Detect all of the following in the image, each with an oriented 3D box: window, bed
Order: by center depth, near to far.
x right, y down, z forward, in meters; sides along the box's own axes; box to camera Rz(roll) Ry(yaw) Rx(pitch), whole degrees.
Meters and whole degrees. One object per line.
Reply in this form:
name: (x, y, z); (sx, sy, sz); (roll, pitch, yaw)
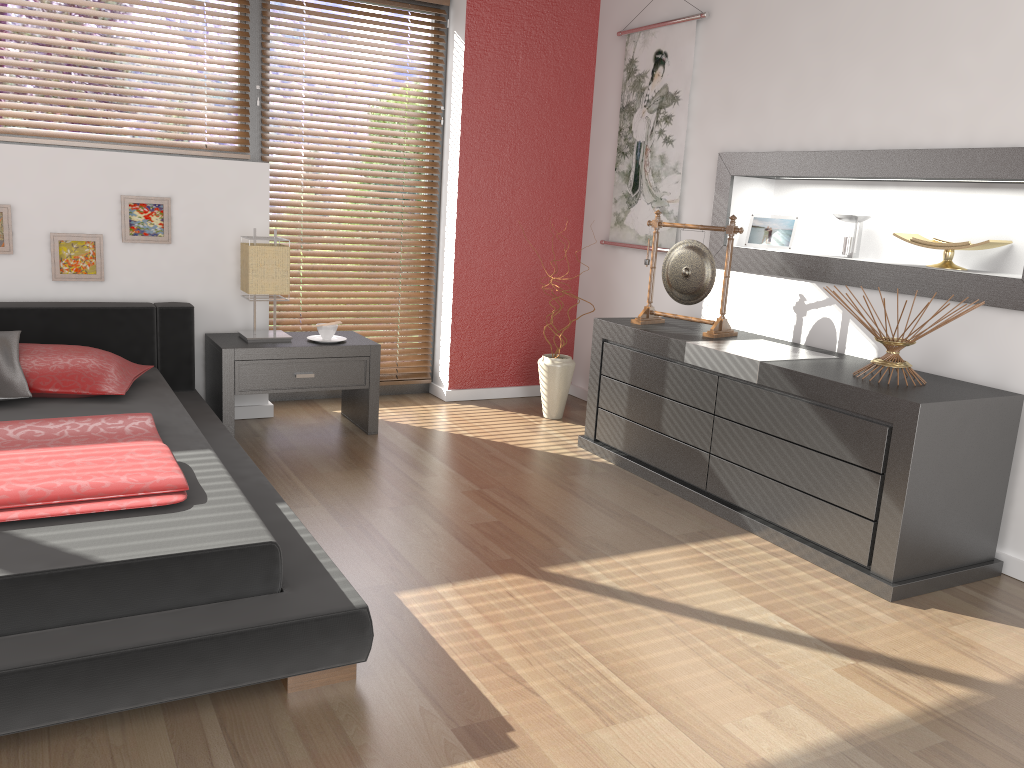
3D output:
bed: (-1.960, 0.212, 2.431); (2.469, 0.577, 2.413); (-3, 14, -29)
window: (-2.519, -1.457, 3.583); (2.817, 0.786, 0.020); (-3, 14, -29)
window: (-0.843, -1.015, 4.625); (0.889, 1.893, 0.020); (-3, 14, -29)

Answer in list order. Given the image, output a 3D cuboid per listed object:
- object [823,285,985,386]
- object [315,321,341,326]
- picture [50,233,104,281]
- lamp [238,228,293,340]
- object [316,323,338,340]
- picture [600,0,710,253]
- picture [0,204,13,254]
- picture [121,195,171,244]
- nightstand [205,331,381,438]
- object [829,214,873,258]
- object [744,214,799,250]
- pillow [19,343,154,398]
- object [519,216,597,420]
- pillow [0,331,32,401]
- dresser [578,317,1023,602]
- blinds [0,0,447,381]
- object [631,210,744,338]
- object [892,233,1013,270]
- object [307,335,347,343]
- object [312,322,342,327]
object: (1.253, -0.155, 2.899); (0.481, 0.282, 0.481); (10, 13, 26)
object: (-0.841, -0.275, 4.047); (0.007, 0.007, 0.192); (9, 13, 25)
picture: (-1.846, -0.538, 3.769); (0.200, 0.200, 0.010); (-3, 14, -29)
lamp: (-1.104, -0.451, 3.963); (0.200, 0.480, 0.200); (-3, 14, -29)
object: (-0.845, -0.236, 4.049); (0.099, 0.069, 0.099); (3, 12, -4)
picture: (0.698, -1.313, 4.445); (0.028, 1.270, 0.701); (-3, 14, -29)
picture: (-2.136, -0.627, 3.585); (0.200, 0.200, 0.010); (-3, 14, -29)
picture: (-1.593, -0.715, 3.866); (0.200, 0.200, 0.010); (-3, 14, -29)
nightstand: (-1.009, 0.003, 4.080); (0.700, 0.423, 0.413); (-3, 14, -29)
object: (1.373, -0.601, 3.608); (0.159, 0.171, 0.159); (8, 13, 19)
object: (1.151, -0.677, 3.939); (0.226, 0.146, 0.041); (14, 15, 40)
pillow: (-1.775, -0.053, 3.311); (0.745, 0.172, 0.418); (1, 12, -10)
object: (0.195, -0.329, 4.529); (0.364, 1.035, 0.422); (12, 15, 35)
pillow: (-2.056, -0.056, 2.990); (0.744, 0.241, 0.386); (-4, 14, -33)
dresser: (0.975, 0.163, 3.464); (0.540, 0.608, 1.740); (-3, 14, -29)
blinds: (-2.525, -0.877, 3.642); (4.840, 1.952, 0.032); (-3, 14, -29)
object: (0.750, -0.478, 3.767); (0.173, 0.498, 0.490); (-8, 16, -43)
object: (1.579, -0.474, 3.206); (0.181, 0.116, 0.350); (-6, 15, -38)
object: (-0.847, -0.204, 4.055); (0.179, 0.012, 0.179); (3, 12, -4)
object: (-0.838, -0.270, 4.025); (0.007, 0.007, 0.192); (10, 14, 29)
